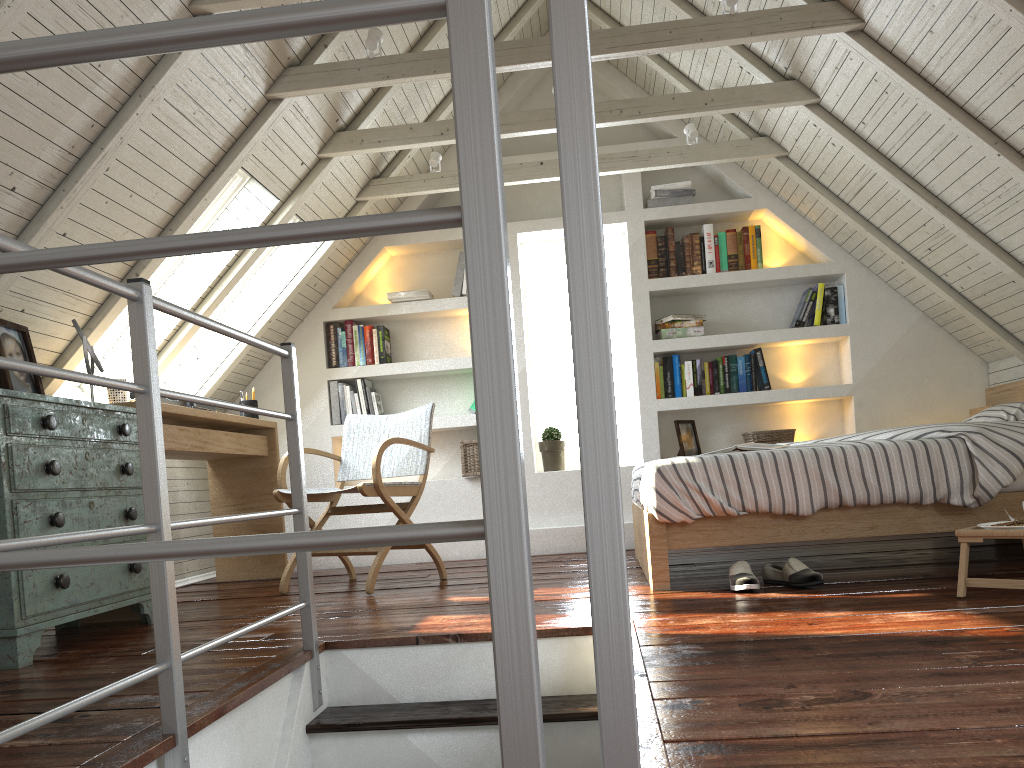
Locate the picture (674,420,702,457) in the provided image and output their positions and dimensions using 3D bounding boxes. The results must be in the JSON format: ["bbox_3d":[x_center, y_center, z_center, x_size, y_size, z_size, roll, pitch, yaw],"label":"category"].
[{"bbox_3d":[0.933,0.310,4.796,0.173,0.223,0.127,-2,-2,-45],"label":"picture"}]

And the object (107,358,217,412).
[{"bbox_3d":[-1.483,0.007,3.742,0.354,0.238,0.390,-4,-4,0],"label":"object"}]

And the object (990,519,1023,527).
[{"bbox_3d":[1.397,0.383,2.421,0.110,0.029,0.119,-1,-7,-29],"label":"object"}]

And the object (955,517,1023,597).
[{"bbox_3d":[1.504,0.485,2.503,0.529,0.182,0.270,0,-6,-40],"label":"object"}]

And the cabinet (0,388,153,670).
[{"bbox_3d":[-1.502,0.450,2.795,0.416,0.766,0.805,-4,-3,5],"label":"cabinet"}]

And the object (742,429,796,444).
[{"bbox_3d":[1.408,0.323,4.811,0.282,0.134,0.178,-4,-4,-3],"label":"object"}]

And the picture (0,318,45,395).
[{"bbox_3d":[-1.583,-0.064,2.742,0.147,0.259,0.202,-4,-2,0],"label":"picture"}]

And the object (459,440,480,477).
[{"bbox_3d":[-0.173,0.416,4.955,0.205,0.201,0.205,-4,-3,5],"label":"object"}]

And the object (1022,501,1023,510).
[{"bbox_3d":[1.609,0.357,2.588,0.185,0.099,0.081,-7,-3,29],"label":"object"}]

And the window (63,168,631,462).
[{"bbox_3d":[-0.681,-0.262,4.219,3.087,1.373,1.410,-3,-3,-17],"label":"window"}]

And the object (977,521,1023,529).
[{"bbox_3d":[1.393,0.394,2.433,0.190,0.016,0.190,-6,-7,16],"label":"object"}]

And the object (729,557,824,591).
[{"bbox_3d":[0.860,0.626,2.925,0.285,0.091,0.276,-4,-6,3],"label":"object"}]

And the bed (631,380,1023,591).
[{"bbox_3d":[1.445,0.352,3.604,1.879,0.704,1.879,-5,-5,6],"label":"bed"}]

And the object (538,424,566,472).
[{"bbox_3d":[0.229,0.356,4.945,0.159,0.271,0.160,-4,-1,-2],"label":"object"}]

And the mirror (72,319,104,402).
[{"bbox_3d":[-1.474,-0.066,3.070,0.112,0.319,0.208,-4,-1,-41],"label":"mirror"}]

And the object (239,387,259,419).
[{"bbox_3d":[-1.333,0.107,4.453,0.088,0.186,0.089,-4,0,-31],"label":"object"}]

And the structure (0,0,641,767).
[{"bbox_3d":[-0.245,0.272,1.533,0.837,0.993,1.644,-4,-4,5],"label":"structure"}]

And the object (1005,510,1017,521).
[{"bbox_3d":[1.534,0.388,2.597,0.154,0.046,0.159,-4,-6,-4],"label":"object"}]

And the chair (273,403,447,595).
[{"bbox_3d":[-0.665,0.493,3.855,0.553,0.791,0.558,-5,-2,30],"label":"chair"}]

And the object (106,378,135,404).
[{"bbox_3d":[-1.485,0.033,3.344,0.108,0.100,0.083,-1,-3,-44],"label":"object"}]

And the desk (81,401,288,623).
[{"bbox_3d":[-1.434,0.546,3.906,0.378,0.803,1.328,-4,-4,5],"label":"desk"}]
